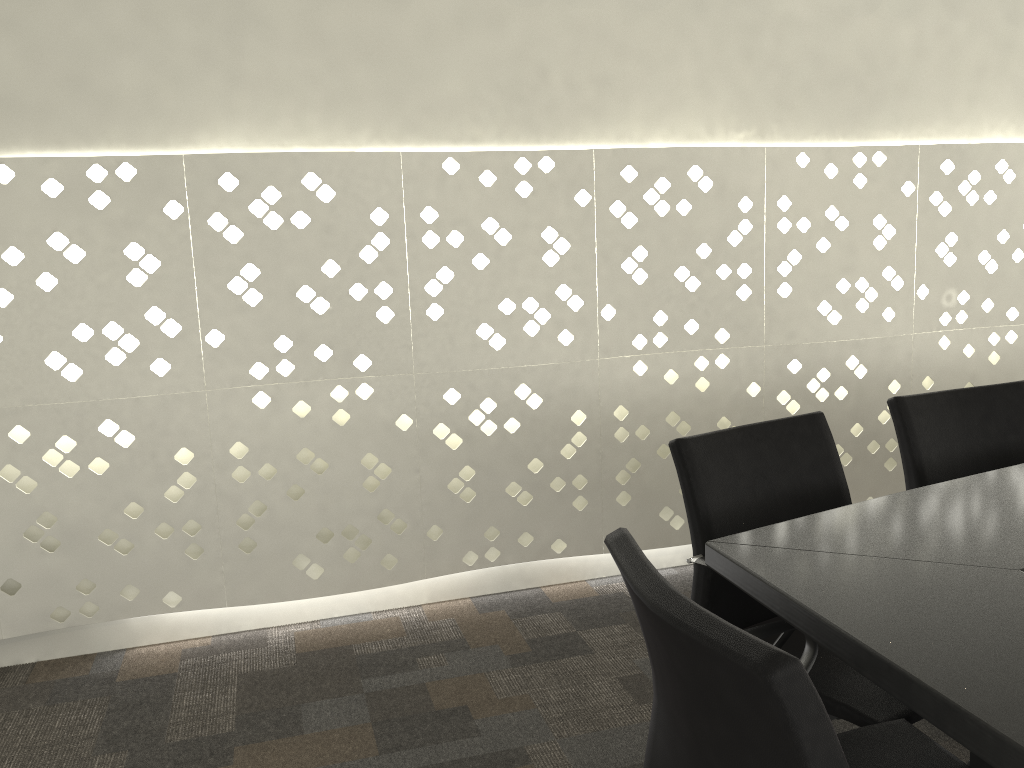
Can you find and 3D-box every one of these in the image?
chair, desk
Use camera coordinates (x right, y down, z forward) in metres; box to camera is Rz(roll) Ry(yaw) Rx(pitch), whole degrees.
[{"bbox_3d":[1.165,0.409,1.979,0.559,0.757,0.579,-5,10,-16],"label":"chair"},{"bbox_3d":[0.620,0.476,1.702,0.559,0.757,0.579,-7,10,-26],"label":"chair"},{"bbox_3d":[0.406,0.577,1.138,0.579,0.757,0.559,-4,9,-11],"label":"chair"},{"bbox_3d":[2.039,0.491,1.573,3.364,0.658,1.223,-5,10,-15],"label":"desk"}]
